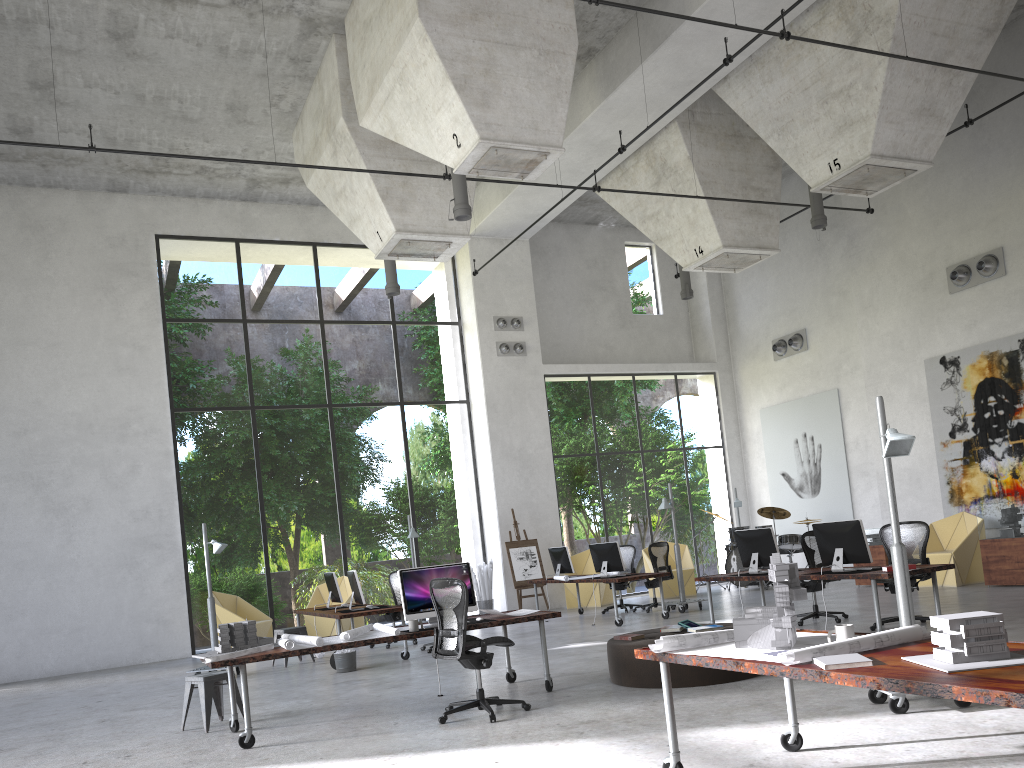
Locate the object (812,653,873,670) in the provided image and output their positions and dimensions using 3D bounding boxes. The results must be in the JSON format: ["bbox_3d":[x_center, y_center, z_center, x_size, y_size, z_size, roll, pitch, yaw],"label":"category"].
[{"bbox_3d":[1.438,1.211,3.832,0.200,0.023,0.238,-7,-10,5],"label":"object"}]

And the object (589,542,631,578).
[{"bbox_3d":[1.587,2.825,14.148,0.376,0.548,0.726,-3,-8,-34],"label":"object"}]

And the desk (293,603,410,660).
[{"bbox_3d":[-2.430,3.682,12.989,0.960,0.716,3.186,-3,-11,-25],"label":"desk"}]

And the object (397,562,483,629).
[{"bbox_3d":[-0.661,1.964,8.177,0.712,0.548,0.383,-3,-6,-24],"label":"object"}]

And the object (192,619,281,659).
[{"bbox_3d":[-2.395,2.203,7.732,0.734,0.302,0.441,0,-10,-35],"label":"object"}]

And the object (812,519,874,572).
[{"bbox_3d":[3.671,1.769,9.623,0.376,0.547,0.726,-4,-8,-24],"label":"object"}]

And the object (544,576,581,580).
[{"bbox_3d":[0.972,3.433,15.541,0.685,0.008,0.864,-1,-11,-24],"label":"object"}]

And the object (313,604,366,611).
[{"bbox_3d":[-2.662,3.464,13.608,0.685,0.008,0.864,-1,-11,-24],"label":"object"}]

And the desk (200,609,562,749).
[{"bbox_3d":[-1.115,2.618,7.978,3.118,0.718,0.990,-1,-9,-25],"label":"desk"}]

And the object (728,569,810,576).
[{"bbox_3d":[3.133,2.338,10.849,0.685,0.008,0.864,-1,-11,-24],"label":"object"}]

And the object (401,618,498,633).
[{"bbox_3d":[-0.631,2.243,8.161,0.846,0.008,0.700,-1,-11,-24],"label":"object"}]

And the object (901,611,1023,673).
[{"bbox_3d":[1.863,1.038,3.590,0.389,0.180,0.422,-6,-9,0],"label":"object"}]

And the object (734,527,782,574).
[{"bbox_3d":[3.100,2.058,10.862,0.376,0.547,0.726,-4,-8,-24],"label":"object"}]

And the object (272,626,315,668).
[{"bbox_3d":[-3.220,3.836,12.843,0.474,0.527,0.463,-1,-8,-40],"label":"object"}]

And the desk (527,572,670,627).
[{"bbox_3d":[1.402,3.593,14.720,0.970,0.716,3.185,-3,-11,-25],"label":"desk"}]

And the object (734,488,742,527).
[{"bbox_3d":[5.110,3.387,19.623,0.581,2.135,0.599,-7,-3,9],"label":"object"}]

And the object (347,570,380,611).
[{"bbox_3d":[-2.116,2.890,12.358,0.376,0.547,0.726,-4,-8,-19],"label":"object"}]

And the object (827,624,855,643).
[{"bbox_3d":[1.629,1.244,4.341,0.123,0.099,0.089,-7,-6,3],"label":"object"}]

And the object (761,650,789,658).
[{"bbox_3d":[1.309,1.302,4.226,0.133,0.008,0.207,-4,-11,-14],"label":"object"}]

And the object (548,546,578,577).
[{"bbox_3d":[0.939,3.154,15.554,0.376,0.547,0.726,-4,-8,-24],"label":"object"}]

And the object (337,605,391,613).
[{"bbox_3d":[-2.083,3.169,12.345,0.685,0.008,0.864,-3,-11,-19],"label":"object"}]

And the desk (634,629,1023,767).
[{"bbox_3d":[1.803,1.531,3.770,0.970,0.716,3.185,-3,-11,-25],"label":"desk"}]

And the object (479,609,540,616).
[{"bbox_3d":[-0.026,2.175,8.427,0.468,0.085,0.443,-2,-11,-22],"label":"object"}]

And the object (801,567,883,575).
[{"bbox_3d":[3.704,2.048,9.610,0.685,0.008,0.864,-1,-11,-24],"label":"object"}]

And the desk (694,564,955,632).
[{"bbox_3d":[3.473,2.533,10.166,0.970,0.716,3.185,-3,-11,-25],"label":"desk"}]

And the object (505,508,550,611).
[{"bbox_3d":[0.219,3.502,17.359,0.691,2.127,0.693,-5,-4,-24],"label":"object"}]

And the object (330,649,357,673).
[{"bbox_3d":[-2.175,3.569,11.375,0.294,0.295,0.404,-2,-9,-32],"label":"object"}]

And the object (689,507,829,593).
[{"bbox_3d":[5.116,3.305,18.078,1.877,1.727,3.016,0,-10,-41],"label":"object"}]

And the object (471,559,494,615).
[{"bbox_3d":[-0.548,4.096,17.511,0.445,1.200,0.411,-9,-5,42],"label":"object"}]

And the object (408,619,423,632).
[{"bbox_3d":[-0.861,2.154,7.838,0.123,0.099,0.089,-7,-6,4],"label":"object"}]

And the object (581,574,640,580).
[{"bbox_3d":[1.620,3.105,14.135,0.686,0.008,0.863,1,-12,-33],"label":"object"}]

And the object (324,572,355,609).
[{"bbox_3d":[-2.695,3.185,13.621,0.376,0.547,0.726,-4,-8,-24],"label":"object"}]

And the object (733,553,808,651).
[{"bbox_3d":[1.325,1.142,4.570,0.362,0.516,0.498,-7,-6,10],"label":"object"}]
